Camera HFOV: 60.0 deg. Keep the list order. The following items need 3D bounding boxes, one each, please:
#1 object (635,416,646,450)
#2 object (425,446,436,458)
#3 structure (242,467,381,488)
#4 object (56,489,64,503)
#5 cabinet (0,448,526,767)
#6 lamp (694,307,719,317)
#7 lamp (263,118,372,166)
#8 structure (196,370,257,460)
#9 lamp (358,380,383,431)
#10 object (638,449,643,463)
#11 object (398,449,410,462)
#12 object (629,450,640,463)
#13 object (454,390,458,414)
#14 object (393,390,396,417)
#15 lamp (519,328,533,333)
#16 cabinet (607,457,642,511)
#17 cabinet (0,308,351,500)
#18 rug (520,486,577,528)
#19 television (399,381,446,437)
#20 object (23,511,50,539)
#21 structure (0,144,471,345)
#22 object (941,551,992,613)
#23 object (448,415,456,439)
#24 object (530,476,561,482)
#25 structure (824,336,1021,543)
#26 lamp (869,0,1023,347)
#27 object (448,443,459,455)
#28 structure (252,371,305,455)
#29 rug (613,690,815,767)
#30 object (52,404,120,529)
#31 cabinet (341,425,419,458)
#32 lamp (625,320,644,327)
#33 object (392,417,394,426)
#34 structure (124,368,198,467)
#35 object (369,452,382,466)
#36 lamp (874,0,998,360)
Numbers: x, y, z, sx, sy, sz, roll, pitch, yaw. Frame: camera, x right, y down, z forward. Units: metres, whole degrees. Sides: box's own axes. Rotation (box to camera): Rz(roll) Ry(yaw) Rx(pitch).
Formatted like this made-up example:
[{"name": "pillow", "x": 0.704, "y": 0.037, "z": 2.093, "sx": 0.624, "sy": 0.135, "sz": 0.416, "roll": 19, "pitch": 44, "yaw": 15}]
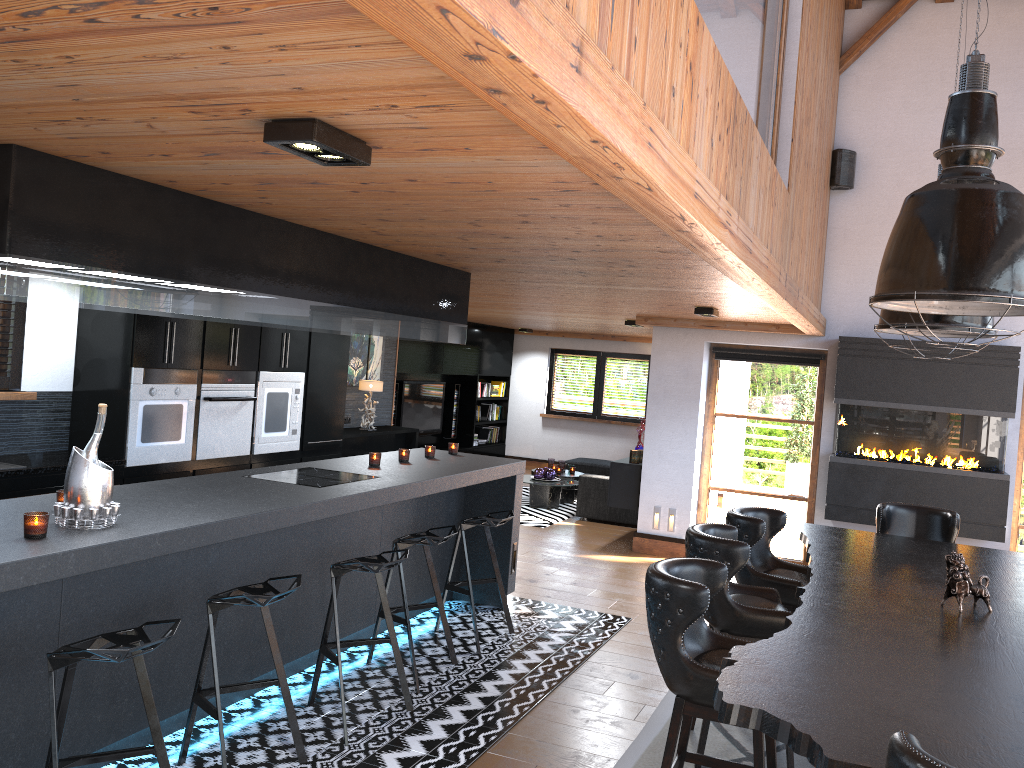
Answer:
[{"name": "object", "x": 1.401, "y": 0.576, "z": 9.557, "sx": 0.150, "sy": 0.504, "sz": 0.327, "roll": 5, "pitch": 1, "yaw": 22}, {"name": "object", "x": -0.584, "y": 0.484, "z": 6.314, "sx": 0.080, "sy": 0.081, "sz": 0.078, "roll": 4, "pitch": 1, "yaw": -23}, {"name": "structure", "x": -1.108, "y": 0.527, "z": 4.961, "sx": 0.500, "sy": 0.017, "sz": 0.615, "roll": 5, "pitch": 2, "yaw": 22}, {"name": "object", "x": -1.764, "y": 0.464, "z": 3.514, "sx": 0.079, "sy": 0.081, "sz": 0.079, "roll": 4, "pitch": 1, "yaw": -13}, {"name": "cabinet", "x": -1.283, "y": 1.069, "z": 4.556, "sx": 0.882, "sy": 1.103, "sz": 4.840, "roll": 5, "pitch": 1, "yaw": 23}, {"name": "lamp", "x": 1.579, "y": -0.588, "z": 7.185, "sx": 0.154, "sy": 0.068, "sz": 0.263, "roll": 5, "pitch": 2, "yaw": 23}, {"name": "lamp", "x": -0.492, "y": -0.622, "z": 2.270, "sx": 0.154, "sy": 0.068, "sz": 0.263, "roll": 5, "pitch": 2, "yaw": 23}, {"name": "structure", "x": -2.172, "y": 0.233, "z": 6.822, "sx": 0.089, "sy": 0.672, "sz": 0.599, "roll": 5, "pitch": 1, "yaw": 23}, {"name": "lamp", "x": -1.490, "y": 0.222, "z": 9.271, "sx": 0.245, "sy": 0.516, "sz": 0.250, "roll": 5, "pitch": 1, "yaw": 26}, {"name": "object", "x": 1.374, "y": 0.764, "z": 9.386, "sx": 0.098, "sy": 0.135, "sz": 0.107, "roll": 4, "pitch": 1, "yaw": -36}, {"name": "object", "x": -0.728, "y": 0.481, "z": 5.973, "sx": 0.080, "sy": 0.081, "sz": 0.078, "roll": 4, "pitch": 1, "yaw": -23}, {"name": "object", "x": 1.284, "y": 0.759, "z": 9.287, "sx": 0.108, "sy": 0.135, "sz": 0.097, "roll": 5, "pitch": 1, "yaw": 13}, {"name": "object", "x": -0.940, "y": 0.272, "z": 13.720, "sx": 0.124, "sy": 0.379, "sz": 0.126, "roll": 5, "pitch": 1, "yaw": 22}, {"name": "object", "x": -1.671, "y": 0.260, "z": 11.986, "sx": 0.124, "sy": 0.379, "sz": 0.126, "roll": 5, "pitch": 1, "yaw": 22}, {"name": "lamp", "x": 0.229, "y": -0.886, "z": 14.595, "sx": 0.154, "sy": 0.068, "sz": 0.263, "roll": 5, "pitch": 2, "yaw": 23}, {"name": "cabinet", "x": 1.357, "y": 1.058, "z": 9.606, "sx": 0.355, "sy": 0.468, "sz": 0.963, "roll": 5, "pitch": 1, "yaw": 23}, {"name": "cabinet", "x": -3.048, "y": 0.269, "z": 5.419, "sx": 0.539, "sy": 2.380, "sz": 6.483, "roll": 5, "pitch": 1, "yaw": 23}, {"name": "rug", "x": 0.166, "y": 1.550, "z": 11.575, "sx": 1.648, "sy": 0.020, "sz": 2.924, "roll": 5, "pitch": 2, "yaw": 22}, {"name": "television", "x": -1.309, "y": 0.366, "z": 12.908, "sx": 0.050, "sy": 0.813, "sz": 1.263, "roll": 5, "pitch": 1, "yaw": 23}, {"name": "object", "x": -1.639, "y": 0.486, "z": 3.051, "sx": 0.079, "sy": 0.081, "sz": 0.079, "roll": 4, "pitch": 1, "yaw": -13}, {"name": "structure", "x": -1.241, "y": -0.532, "z": 4.369, "sx": 0.705, "sy": 0.476, "sz": 3.277, "roll": 5, "pitch": 2, "yaw": 23}, {"name": "object", "x": 1.949, "y": 0.842, "z": 3.781, "sx": 0.222, "sy": 0.253, "sz": 0.115, "roll": 4, "pitch": 1, "yaw": -15}, {"name": "object", "x": -0.969, "y": 0.649, "z": 13.724, "sx": 0.124, "sy": 0.379, "sz": 0.126, "roll": 5, "pitch": 1, "yaw": 22}, {"name": "object", "x": 0.424, "y": 1.214, "z": 11.331, "sx": 0.390, "sy": 0.022, "sz": 0.399, "roll": 6, "pitch": 2, "yaw": 41}, {"name": "structure", "x": 3.612, "y": 0.452, "z": 7.879, "sx": 1.433, "sy": 1.649, "sz": 0.436, "roll": 5, "pitch": 1, "yaw": 22}, {"name": "lamp", "x": 1.859, "y": -2.484, "z": 3.351, "sx": 0.626, "sy": 4.684, "sz": 0.616, "roll": 4, "pitch": 1, "yaw": -23}, {"name": "object", "x": -0.441, "y": 0.486, "z": 6.655, "sx": 0.080, "sy": 0.081, "sz": 0.078, "roll": 4, "pitch": 1, "yaw": -23}, {"name": "structure", "x": -1.937, "y": 0.237, "z": 7.409, "sx": 0.039, "sy": 0.671, "sz": 0.598, "roll": 5, "pitch": 1, "yaw": 23}, {"name": "rug", "x": 1.568, "y": 1.871, "z": 3.509, "sx": 2.531, "sy": 0.047, "sz": 5.678, "roll": 5, "pitch": 2, "yaw": 22}, {"name": "object", "x": -1.571, "y": 0.299, "z": 3.307, "sx": 0.224, "sy": 0.452, "sz": 0.227, "roll": 5, "pitch": 1, "yaw": 22}, {"name": "cabinet", "x": -1.585, "y": 0.980, "z": 9.190, "sx": 0.426, "sy": 1.010, "sz": 1.639, "roll": 5, "pitch": 1, "yaw": 23}, {"name": "lamp", "x": 1.356, "y": -0.674, "z": 9.810, "sx": 0.154, "sy": 0.068, "sz": 0.263, "roll": 5, "pitch": 2, "yaw": 23}, {"name": "object", "x": -1.700, "y": 0.637, "z": 11.990, "sx": 0.124, "sy": 0.379, "sz": 0.126, "roll": 5, "pitch": 1, "yaw": 22}, {"name": "structure", "x": -2.593, "y": 0.214, "z": 6.273, "sx": 0.379, "sy": 0.673, "sz": 0.604, "roll": 5, "pitch": 1, "yaw": 23}, {"name": "object", "x": -0.871, "y": 0.479, "z": 5.633, "sx": 0.080, "sy": 0.081, "sz": 0.078, "roll": 4, "pitch": 1, "yaw": -23}, {"name": "lamp", "x": 2.483, "y": -2.474, "z": 4.830, "sx": 0.626, "sy": 4.684, "sz": 0.616, "roll": 4, "pitch": 1, "yaw": -23}]
